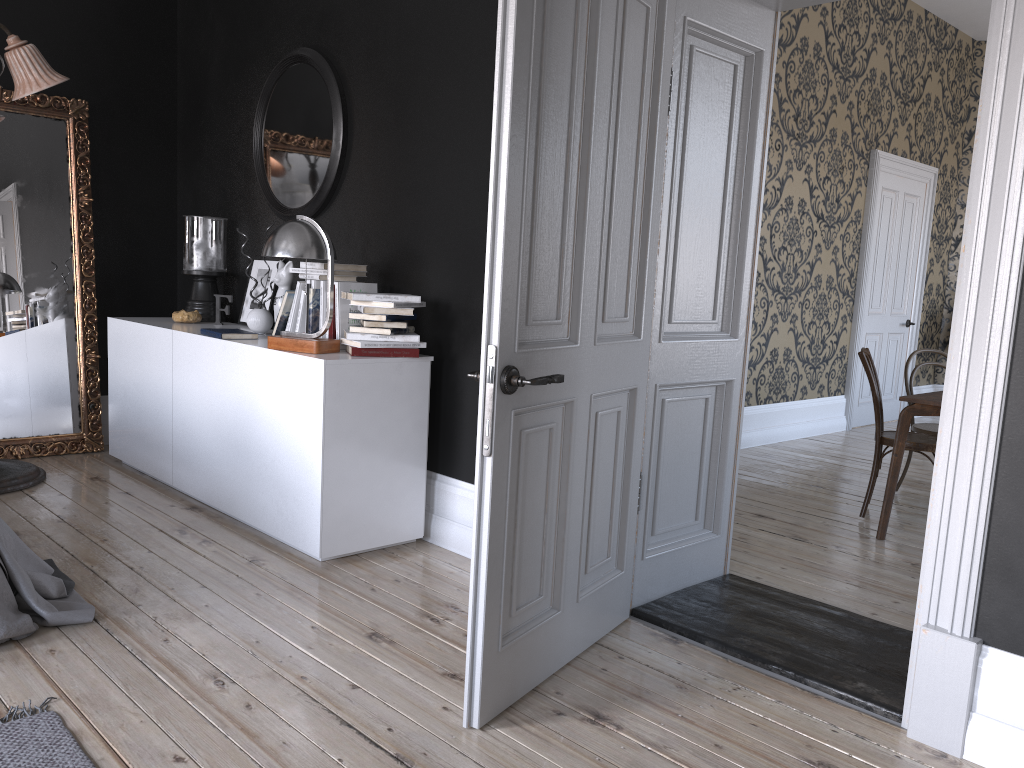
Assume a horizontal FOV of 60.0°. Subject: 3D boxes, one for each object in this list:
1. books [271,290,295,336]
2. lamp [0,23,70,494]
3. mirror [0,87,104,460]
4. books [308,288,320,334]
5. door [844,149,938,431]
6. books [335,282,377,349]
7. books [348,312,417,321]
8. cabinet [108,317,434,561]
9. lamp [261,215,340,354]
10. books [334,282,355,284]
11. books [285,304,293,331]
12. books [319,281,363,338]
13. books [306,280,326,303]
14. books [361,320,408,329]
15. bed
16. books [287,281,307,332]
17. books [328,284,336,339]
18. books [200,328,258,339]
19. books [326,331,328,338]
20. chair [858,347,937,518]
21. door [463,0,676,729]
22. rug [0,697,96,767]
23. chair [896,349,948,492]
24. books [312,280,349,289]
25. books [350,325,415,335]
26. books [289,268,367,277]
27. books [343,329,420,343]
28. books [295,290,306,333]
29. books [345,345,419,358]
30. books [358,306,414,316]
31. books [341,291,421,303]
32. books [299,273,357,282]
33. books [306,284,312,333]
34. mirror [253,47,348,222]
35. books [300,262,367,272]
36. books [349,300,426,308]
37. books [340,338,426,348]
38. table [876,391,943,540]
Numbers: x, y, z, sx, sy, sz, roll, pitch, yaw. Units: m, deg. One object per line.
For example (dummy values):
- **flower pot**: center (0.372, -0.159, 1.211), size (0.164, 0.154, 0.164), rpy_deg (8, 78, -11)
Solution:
- **books**: center (-1.080, -0.348, 4.467), size (0.202, 0.247, 0.158), rpy_deg (-4, 11, -44)
- **lamp**: center (-2.883, -0.673, 4.616), size (0.986, 2.418, 0.770), rpy_deg (1, 8, -11)
- **mirror**: center (-2.988, -0.644, 5.268), size (0.990, 2.198, 0.254), rpy_deg (-5, 11, -44)
- **books**: center (-0.882, -0.319, 4.248), size (0.204, 0.270, 0.029), rpy_deg (-4, 11, -44)
- **door**: center (3.654, -0.853, 8.517), size (1.394, 2.549, 0.136), rpy_deg (-5, 11, -44)
- **books**: center (-0.723, -0.317, 4.139), size (0.220, 0.309, 0.050), rpy_deg (-4, 11, -44)
- **books**: center (-0.578, -0.305, 3.976), size (0.193, 0.031, 0.289), rpy_deg (6, 8, 20)
- **cabinet**: center (-1.409, 0.174, 4.712), size (0.570, 0.885, 2.391), rpy_deg (-5, 11, -44)
- **lamp**: center (-0.932, -0.445, 3.916), size (0.340, 0.592, 0.328), rpy_deg (7, 9, 26)
- **books**: center (-0.757, -0.328, 4.213), size (0.221, 0.307, 0.030), rpy_deg (-4, 11, -44)
- **books**: center (-1.030, -0.343, 4.459), size (0.195, 0.245, 0.132), rpy_deg (-4, 11, -44)
- **books**: center (-0.817, -0.334, 4.235), size (0.220, 0.308, 0.024), rpy_deg (-4, 11, -44)
- **books**: center (-0.912, -0.356, 4.373), size (0.221, 0.307, 0.030), rpy_deg (-4, 11, -44)
- **books**: center (-0.580, -0.277, 3.995), size (0.193, 0.031, 0.289), rpy_deg (1, 7, -13)
- **bed**: center (-3.426, 0.078, 2.915), size (3.279, 1.302, 2.762), rpy_deg (8, 9, 34)
- **books**: center (-0.997, -0.362, 4.420), size (0.220, 0.297, 0.126), rpy_deg (-4, 11, -44)
- **books**: center (-0.751, -0.317, 4.172), size (0.235, 0.296, 0.038), rpy_deg (-4, 11, -44)
- **books**: center (-1.410, -0.251, 4.425), size (0.193, 0.031, 0.289), rpy_deg (-3, 9, -38)
- **books**: center (-0.797, -0.307, 4.219), size (0.195, 0.259, 0.026), rpy_deg (-4, 11, -44)
- **chair**: center (2.224, 0.286, 5.053), size (0.540, 0.952, 0.419), rpy_deg (7, 9, 25)
- **door**: center (0.240, -0.250, 2.764), size (0.216, 2.381, 1.096), rpy_deg (8, 10, 33)
- **rug**: center (-0.864, 1.152, 0.552), size (2.104, 0.050, 3.637), rpy_deg (-4, 10, -43)
- **chair**: center (2.705, 0.264, 5.531), size (0.439, 0.925, 0.549), rpy_deg (2, 8, -7)
- **books**: center (-0.871, -0.344, 4.291), size (0.220, 0.308, 0.024), rpy_deg (-4, 11, -44)
- **books**: center (-0.583, -0.247, 3.990), size (0.203, 0.029, 0.268), rpy_deg (5, 7, 16)
- **books**: center (-0.889, -0.541, 4.293), size (0.307, 0.024, 0.220), rpy_deg (8, 9, 35)
- **books**: center (-0.589, -0.217, 3.985), size (0.318, 0.031, 0.228), rpy_deg (1, 7, -14)
- **books**: center (-0.974, -0.338, 4.401), size (0.195, 0.257, 0.091), rpy_deg (-4, 11, -44)
- **books**: center (-0.582, -0.152, 3.958), size (0.295, 0.038, 0.234), rpy_deg (1, 7, -17)
- **books**: center (-0.569, -0.335, 3.972), size (0.220, 0.030, 0.305), rpy_deg (1, 7, -14)
- **books**: center (-0.587, -0.388, 3.958), size (0.306, 0.030, 0.220), rpy_deg (0, 8, -24)
- **books**: center (-0.894, -0.517, 4.302), size (0.195, 0.026, 0.258), rpy_deg (-2, 9, -34)
- **books**: center (-0.907, -0.338, 4.295), size (0.193, 0.290, 0.030), rpy_deg (-5, 11, -44)
- **mirror**: center (-1.178, -1.345, 4.827), size (0.061, 0.927, 0.922), rpy_deg (-5, 11, -44)
- **books**: center (-0.869, -0.570, 4.309), size (0.220, 0.030, 0.306), rpy_deg (-2, 9, -34)
- **books**: center (-0.555, -0.362, 3.984), size (0.220, 0.024, 0.307), rpy_deg (6, 8, 21)
- **books**: center (-0.578, -0.184, 3.964), size (0.319, 0.025, 0.228), rpy_deg (-2, 9, -34)
- **table**: center (2.860, 0.448, 4.903), size (1.794, 0.757, 0.849), rpy_deg (-4, 10, -44)
